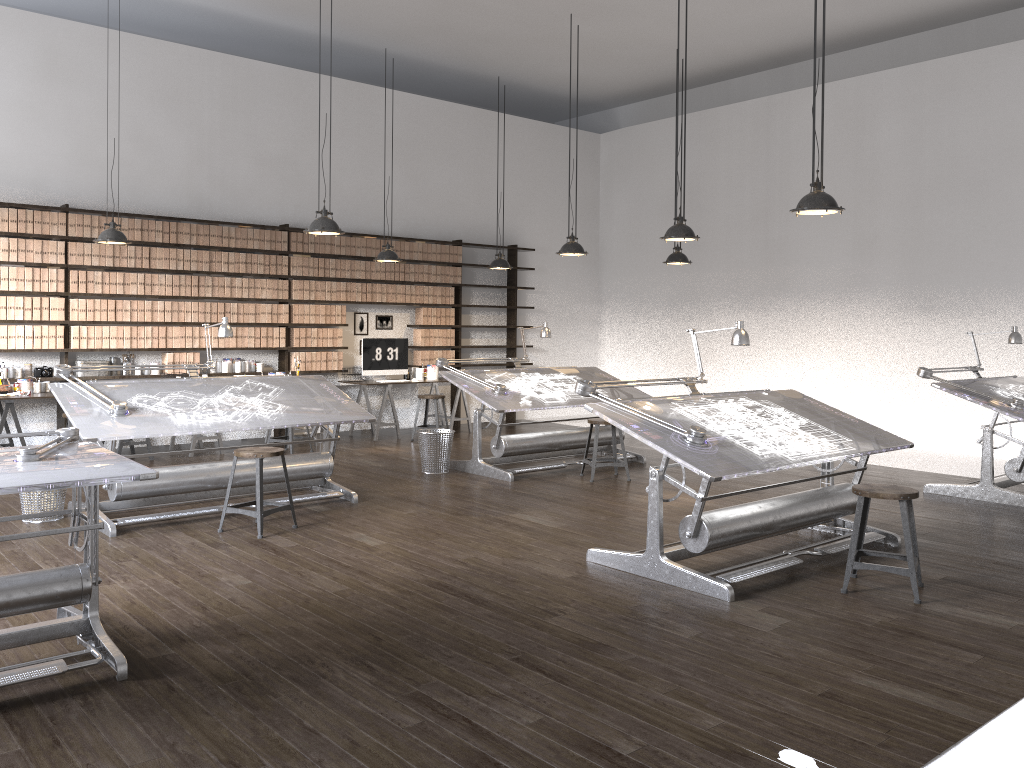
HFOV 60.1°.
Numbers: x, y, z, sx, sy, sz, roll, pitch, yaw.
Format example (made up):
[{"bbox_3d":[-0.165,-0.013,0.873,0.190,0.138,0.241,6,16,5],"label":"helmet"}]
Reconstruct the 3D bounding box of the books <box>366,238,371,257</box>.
[{"bbox_3d":[-1.797,-1.664,10.848,0.067,0.225,0.175,0,2,-41],"label":"books"}]

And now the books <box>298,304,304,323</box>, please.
[{"bbox_3d":[-2.485,-0.812,10.284,0.067,0.225,0.175,0,2,-41],"label":"books"}]

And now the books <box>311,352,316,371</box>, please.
[{"bbox_3d":[-2.371,-0.265,10.392,0.067,0.225,0.175,0,2,-41],"label":"books"}]

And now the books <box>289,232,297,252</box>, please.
[{"bbox_3d":[-2.551,-1.631,10.213,0.067,0.225,0.175,0,2,-40],"label":"books"}]

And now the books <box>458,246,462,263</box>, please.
[{"bbox_3d":[-0.740,-1.711,11.754,0.067,0.225,0.174,0,2,-40],"label":"books"}]

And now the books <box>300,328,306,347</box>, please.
[{"bbox_3d":[-2.469,-0.537,10.298,0.067,0.225,0.175,0,2,-40],"label":"books"}]

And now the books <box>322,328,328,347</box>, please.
[{"bbox_3d":[-2.254,-0.547,10.489,0.067,0.225,0.175,0,2,-40],"label":"books"}]

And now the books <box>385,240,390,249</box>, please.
[{"bbox_3d":[-1.590,-1.674,11.033,0.067,0.225,0.175,0,2,-41],"label":"books"}]

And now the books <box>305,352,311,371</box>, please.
[{"bbox_3d":[-2.417,-0.263,10.347,0.067,0.225,0.175,0,2,-40],"label":"books"}]

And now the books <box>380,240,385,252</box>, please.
[{"bbox_3d":[-1.643,-1.671,10.980,0.067,0.225,0.175,0,2,-40],"label":"books"}]

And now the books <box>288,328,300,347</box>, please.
[{"bbox_3d":[-2.529,-0.535,10.254,0.067,0.225,0.175,0,2,-41],"label":"books"}]

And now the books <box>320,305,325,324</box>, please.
[{"bbox_3d":[-2.275,-0.821,10.457,0.067,0.225,0.175,0,2,-40],"label":"books"}]

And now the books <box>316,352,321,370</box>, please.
[{"bbox_3d":[-2.323,-0.267,10.436,0.067,0.225,0.175,0,2,-40],"label":"books"}]

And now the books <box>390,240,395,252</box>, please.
[{"bbox_3d":[-1.533,-1.676,11.076,0.067,0.225,0.174,0,2,-41],"label":"books"}]

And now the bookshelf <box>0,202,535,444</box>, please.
[{"bbox_3d":[-3.299,-0.211,9.712,9.181,3.204,0.374,-2,2,-40],"label":"bookshelf"}]

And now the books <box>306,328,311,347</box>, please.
[{"bbox_3d":[-2.416,-0.540,10.351,0.067,0.225,0.175,0,2,-41],"label":"books"}]

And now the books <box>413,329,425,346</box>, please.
[{"bbox_3d":[-1.198,-0.594,11.384,0.067,0.225,0.175,0,2,-40],"label":"books"}]

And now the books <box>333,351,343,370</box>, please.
[{"bbox_3d":[-2.101,-0.277,10.624,0.067,0.225,0.174,0,2,-41],"label":"books"}]

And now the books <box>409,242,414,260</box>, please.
[{"bbox_3d":[-1.325,-1.686,11.257,0.067,0.225,0.175,0,2,-40],"label":"books"}]

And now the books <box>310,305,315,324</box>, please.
[{"bbox_3d":[-2.376,-0.816,10.375,0.067,0.225,0.175,0,2,-41],"label":"books"}]

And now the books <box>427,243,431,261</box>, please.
[{"bbox_3d":[-1.117,-1.695,11.438,0.067,0.225,0.174,0,2,-40],"label":"books"}]

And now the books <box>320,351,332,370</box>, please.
[{"bbox_3d":[-2.210,-0.273,10.533,0.067,0.225,0.175,0,2,-40],"label":"books"}]

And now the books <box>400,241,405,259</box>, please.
[{"bbox_3d":[-1.428,-1.681,11.171,0.067,0.225,0.175,0,2,-40],"label":"books"}]

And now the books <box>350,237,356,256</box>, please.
[{"bbox_3d":[-1.965,-1.657,10.714,0.067,0.225,0.174,0,2,-41],"label":"books"}]

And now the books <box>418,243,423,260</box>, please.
[{"bbox_3d":[-1.219,-1.690,11.343,0.067,0.225,0.175,0,2,-41],"label":"books"}]

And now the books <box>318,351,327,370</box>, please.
[{"bbox_3d":[-2.263,-0.270,10.480,0.067,0.225,0.175,0,2,-41],"label":"books"}]

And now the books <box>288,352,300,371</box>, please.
[{"bbox_3d":[-2.529,-0.258,10.256,0.067,0.225,0.174,0,2,-41],"label":"books"}]

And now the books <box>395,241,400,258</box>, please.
[{"bbox_3d":[-1.482,-1.679,11.125,0.067,0.225,0.174,0,2,-40],"label":"books"}]

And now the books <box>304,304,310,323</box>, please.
[{"bbox_3d":[-2.430,-0.814,10.327,0.067,0.225,0.175,0,2,-40],"label":"books"}]

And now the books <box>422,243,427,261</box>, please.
[{"bbox_3d":[-1.169,-1.692,11.391,0.067,0.225,0.175,0,2,-40],"label":"books"}]

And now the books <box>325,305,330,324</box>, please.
[{"bbox_3d":[-2.228,-0.823,10.505,0.067,0.225,0.175,0,2,-41],"label":"books"}]

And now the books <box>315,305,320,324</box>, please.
[{"bbox_3d":[-2.329,-0.819,10.417,0.067,0.225,0.175,0,2,-41],"label":"books"}]

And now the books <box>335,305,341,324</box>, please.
[{"bbox_3d":[-2.117,-0.828,10.594,0.067,0.225,0.174,0,2,-40],"label":"books"}]

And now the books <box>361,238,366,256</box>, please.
[{"bbox_3d":[-1.852,-1.662,10.801,0.067,0.225,0.175,0,2,-40],"label":"books"}]

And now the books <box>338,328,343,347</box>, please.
[{"bbox_3d":[-2.102,-0.554,10.614,0.067,0.225,0.175,0,2,-40],"label":"books"}]

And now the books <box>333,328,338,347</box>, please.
[{"bbox_3d":[-2.151,-0.552,10.575,0.067,0.225,0.175,0,2,-40],"label":"books"}]

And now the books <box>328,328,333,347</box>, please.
[{"bbox_3d":[-2.199,-0.549,10.528,0.067,0.225,0.175,0,2,-41],"label":"books"}]

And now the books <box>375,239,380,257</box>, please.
[{"bbox_3d":[-1.703,-1.669,10.937,0.067,0.225,0.175,0,2,-41],"label":"books"}]

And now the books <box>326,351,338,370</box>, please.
[{"bbox_3d":[-2.153,-0.275,10.575,0.067,0.225,0.174,0,2,-40],"label":"books"}]

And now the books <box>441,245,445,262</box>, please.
[{"bbox_3d":[-0.949,-1.702,11.571,0.067,0.225,0.175,0,2,-40],"label":"books"}]

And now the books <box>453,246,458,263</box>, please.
[{"bbox_3d":[-0.796,-1.709,11.712,0.067,0.225,0.174,0,2,-41],"label":"books"}]

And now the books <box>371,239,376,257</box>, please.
[{"bbox_3d":[-1.751,-1.667,10.892,0.067,0.225,0.175,0,2,-40],"label":"books"}]

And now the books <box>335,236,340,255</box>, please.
[{"bbox_3d":[-2.124,-1.650,10.573,0.067,0.225,0.175,0,2,-41],"label":"books"}]

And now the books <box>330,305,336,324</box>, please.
[{"bbox_3d":[-2.174,-0.826,10.551,0.067,0.225,0.174,0,2,-41],"label":"books"}]

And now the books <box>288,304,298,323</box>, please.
[{"bbox_3d":[-2.540,-0.809,10.240,0.067,0.225,0.174,0,2,-41],"label":"books"}]

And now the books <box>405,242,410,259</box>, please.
[{"bbox_3d":[-1.372,-1.683,11.210,0.067,0.225,0.175,0,2,-41],"label":"books"}]

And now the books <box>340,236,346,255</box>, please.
[{"bbox_3d":[-2.067,-1.652,10.619,0.067,0.225,0.175,0,2,-40],"label":"books"}]

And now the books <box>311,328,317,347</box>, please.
[{"bbox_3d":[-2.359,-0.542,10.394,0.067,0.225,0.174,0,2,-41],"label":"books"}]

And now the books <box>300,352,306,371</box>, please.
[{"bbox_3d":[-2.472,-0.260,10.300,0.067,0.225,0.175,0,2,-41],"label":"books"}]

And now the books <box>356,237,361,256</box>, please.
[{"bbox_3d":[-1.909,-1.659,10.756,0.067,0.225,0.174,0,2,-40],"label":"books"}]

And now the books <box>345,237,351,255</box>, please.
[{"bbox_3d":[-2.017,-1.655,10.667,0.067,0.225,0.175,0,2,-41],"label":"books"}]

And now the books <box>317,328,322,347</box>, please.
[{"bbox_3d":[-2.308,-0.545,10.443,0.067,0.225,0.174,0,2,-40],"label":"books"}]

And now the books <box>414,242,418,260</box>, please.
[{"bbox_3d":[-1.276,-1.687,11.297,0.067,0.225,0.175,0,2,-40],"label":"books"}]

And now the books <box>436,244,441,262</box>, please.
[{"bbox_3d":[-1.004,-1.699,11.525,0.067,0.225,0.175,0,2,-41],"label":"books"}]

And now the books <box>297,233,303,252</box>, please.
[{"bbox_3d":[-2.491,-1.633,10.257,0.067,0.225,0.175,0,2,-41],"label":"books"}]

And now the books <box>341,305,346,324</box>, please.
[{"bbox_3d":[-2.066,-0.830,10.644,0.067,0.225,0.175,0,2,-40],"label":"books"}]
